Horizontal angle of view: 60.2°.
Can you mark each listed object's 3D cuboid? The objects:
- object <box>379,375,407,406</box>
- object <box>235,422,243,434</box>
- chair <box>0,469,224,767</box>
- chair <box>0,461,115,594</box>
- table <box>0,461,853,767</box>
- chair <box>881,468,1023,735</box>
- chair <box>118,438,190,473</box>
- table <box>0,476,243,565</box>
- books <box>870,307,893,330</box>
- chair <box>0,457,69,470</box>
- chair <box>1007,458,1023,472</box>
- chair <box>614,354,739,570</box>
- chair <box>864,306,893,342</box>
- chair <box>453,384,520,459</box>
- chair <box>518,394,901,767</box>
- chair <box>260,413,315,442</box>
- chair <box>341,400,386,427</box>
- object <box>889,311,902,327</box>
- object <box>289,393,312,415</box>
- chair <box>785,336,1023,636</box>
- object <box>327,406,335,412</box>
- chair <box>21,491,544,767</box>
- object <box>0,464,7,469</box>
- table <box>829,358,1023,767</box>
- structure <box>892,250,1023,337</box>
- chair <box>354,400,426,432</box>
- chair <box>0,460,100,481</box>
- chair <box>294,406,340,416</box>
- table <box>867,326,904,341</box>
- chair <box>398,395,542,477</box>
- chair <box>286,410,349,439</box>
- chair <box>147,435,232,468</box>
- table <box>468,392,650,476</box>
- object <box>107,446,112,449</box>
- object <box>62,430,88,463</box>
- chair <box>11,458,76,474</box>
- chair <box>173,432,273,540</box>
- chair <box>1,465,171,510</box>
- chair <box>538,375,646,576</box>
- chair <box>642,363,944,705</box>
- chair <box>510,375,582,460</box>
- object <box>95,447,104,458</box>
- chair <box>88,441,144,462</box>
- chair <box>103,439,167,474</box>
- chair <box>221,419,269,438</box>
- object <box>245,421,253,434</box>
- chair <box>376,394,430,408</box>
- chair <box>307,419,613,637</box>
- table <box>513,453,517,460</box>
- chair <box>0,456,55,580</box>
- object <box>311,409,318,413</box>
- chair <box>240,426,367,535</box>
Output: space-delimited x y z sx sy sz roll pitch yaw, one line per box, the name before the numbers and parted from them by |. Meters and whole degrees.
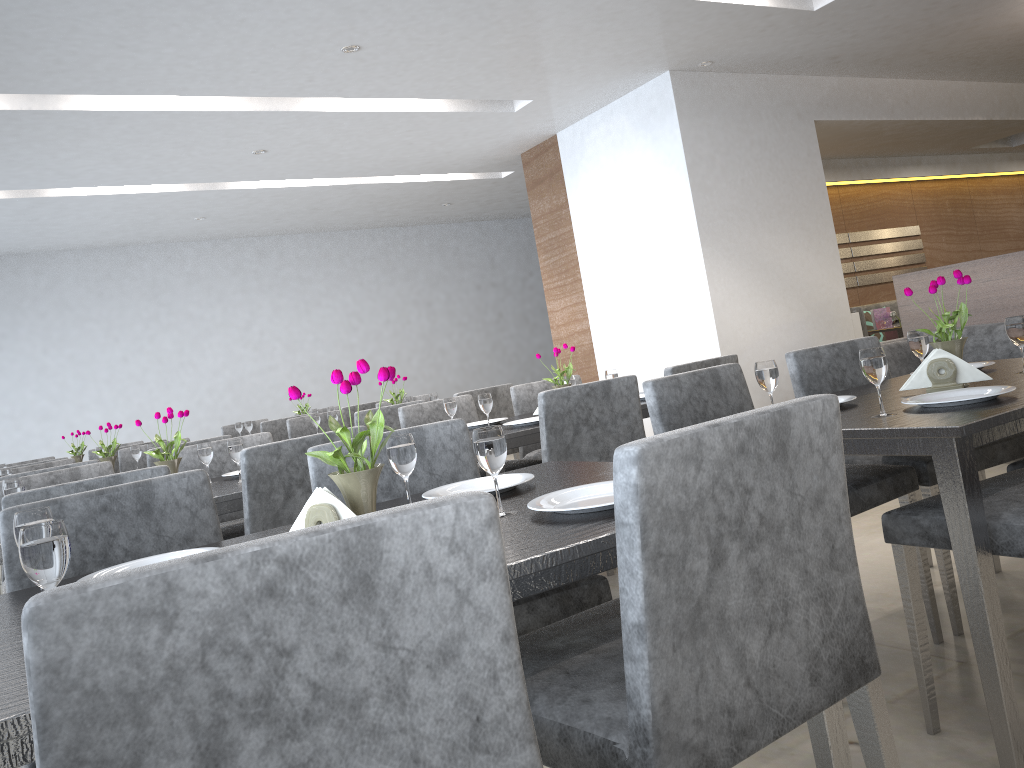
object | -0.655 0.088 5.039 0.155 0.277 0.103 -8 -3 -33
object | -1.997 0.351 6.481 0.053 0.140 0.053 -10 -3 17
chair | -0.588 0.558 1.507 0.479 0.765 0.488 -8 -2 -36
chair | -1.438 0.668 2.954 0.479 0.765 0.488 -8 -2 -36
table | -0.166 0.554 1.341 1.195 0.636 0.772 -10 0 -31
chair | 1.070 0.274 1.677 0.479 0.765 0.488 -9 -2 -26
chair | -1.830 0.694 4.691 0.479 0.765 0.488 -9 -2 -26
table | -1.016 0.664 2.788 1.195 0.636 0.772 -10 0 -31
books | 2.848 -0.503 6.891 0.143 0.165 0.157 -9 -1 -11
chair | -2.820 0.846 5.324 0.479 0.765 0.488 -9 -2 -26
chair | 1.489 0.196 1.998 0.479 0.765 0.488 -8 -2 -36
chair | 0.639 0.306 3.445 0.479 0.765 0.488 -8 -2 -36
chair | 3.255 -0.488 7.798 0.429 0.397 0.217 -9 -2 -30
chair | -0.220 0.417 4.907 0.479 0.765 0.488 -8 -2 -36
chair | 0.200 0.432 1.214 0.479 0.765 0.488 -8 -2 -36
chair | -1.532 0.610 6.107 0.479 0.765 0.488 -9 -2 -26
chair | -1.113 0.532 6.429 0.479 0.765 0.488 -8 -2 -36
object | 2.939 -0.501 6.751 0.094 0.126 0.107 -10 -1 12
object | -1.549 0.204 6.560 0.155 0.277 0.103 -8 -3 -33
chair | 1.167 0.237 2.566 0.479 0.765 0.488 -9 -2 -26
object | -1.346 0.238 6.599 0.053 0.140 0.053 -10 -3 17
chair | -0.218 0.510 0.893 0.479 0.765 0.488 -9 -2 -26
object | -3.282 0.586 5.700 0.053 0.140 0.053 -10 -3 17
table | 1.122 0.318 2.125 1.195 0.636 0.772 -10 0 -31
structure | 3.492 -0.314 3.927 0.225 1.010 3.747 -8 0 -31
chair | -0.638 0.495 4.586 0.479 0.765 0.488 -9 -2 -26
chair | -1.926 0.731 3.802 0.479 0.765 0.488 -9 -2 -26
chair | -1.435 0.573 6.996 0.479 0.765 0.488 -9 -2 -26
table | 3.004 -0.120 6.820 0.508 0.657 0.502 -9 -2 -31
chair | -0.150 0.432 3.738 0.479 0.765 0.488 -8 -2 -36
chair | -1.008 0.543 5.200 0.479 0.765 0.488 -8 -2 -36
chair | -1.508 0.653 4.123 0.479 0.765 0.488 -8 -2 -36
table | 0.273 0.428 3.571 1.195 0.636 0.772 -10 0 -31
object | -2.630 0.474 5.818 0.053 0.140 0.053 -10 -3 17
object | -2.838 0.440 5.776 0.155 0.277 0.103 -8 -3 -33
chair | -2.297 0.779 4.416 0.479 0.765 0.488 -8 -2 -36
chair | -0.971 0.583 3.229 0.479 0.765 0.488 -9 -2 -26
chair | -1.068 0.620 2.340 0.479 0.765 0.488 -9 -2 -26
chair | 0.221 0.384 3.124 0.479 0.765 0.488 -9 -2 -26
chair | 0.700 0.322 2.291 0.479 0.765 0.488 -8 -2 -36
chair | 0.317 0.347 4.012 0.479 0.765 0.488 -9 -2 -26
object | -2.791 0.497 5.998 0.053 0.140 0.053 -10 -3 17
chair | -2.723 0.809 6.212 0.479 0.765 0.488 -9 -2 -26
chair | -2.402 0.768 5.645 0.479 0.765 0.488 -8 -2 -36
chair | -1.902 0.659 6.721 0.479 0.765 0.488 -8 -2 -36
object | -1.851 0.332 6.232 0.053 0.140 0.053 -10 -3 17
chair | -0.541 0.458 5.474 0.479 0.765 0.488 -9 -2 -26
chair | -0.121 0.473 1.782 0.479 0.765 0.488 -9 -2 -26
table | -0.586 0.539 5.033 1.195 0.636 0.772 -10 0 -31
chair | -3.190 0.895 5.938 0.479 0.765 0.488 -8 -2 -36
object | -1.507 0.261 6.779 0.053 0.140 0.053 -10 -3 17
chair | -0.650 0.542 2.661 0.479 0.765 0.488 -8 -2 -36
